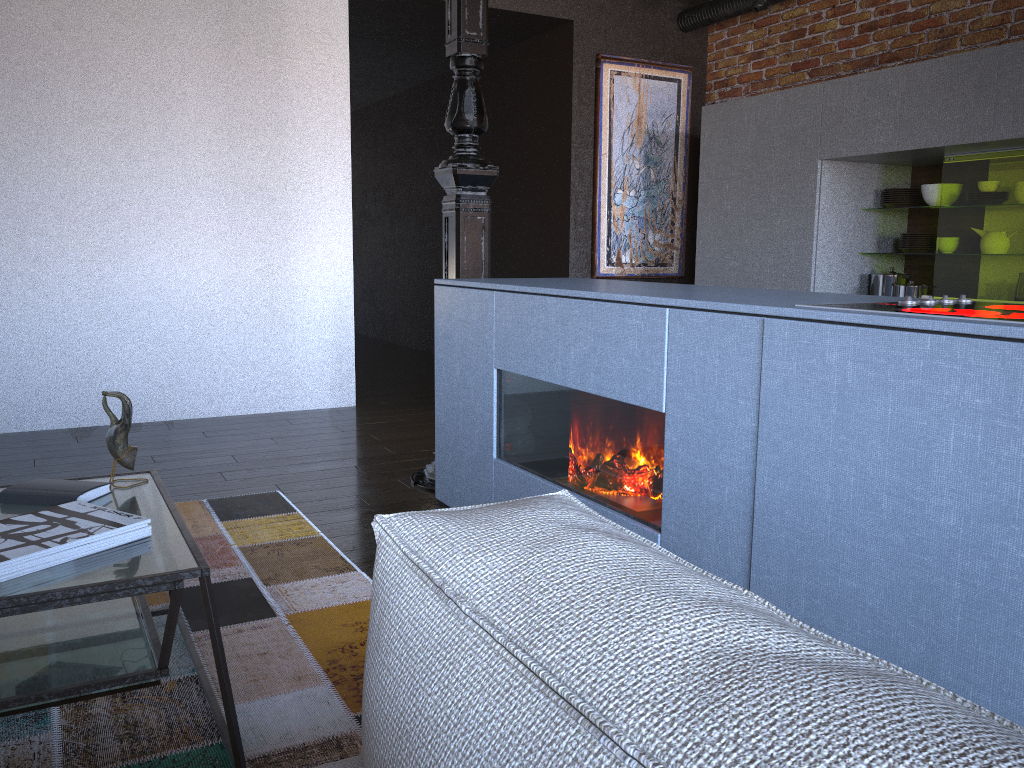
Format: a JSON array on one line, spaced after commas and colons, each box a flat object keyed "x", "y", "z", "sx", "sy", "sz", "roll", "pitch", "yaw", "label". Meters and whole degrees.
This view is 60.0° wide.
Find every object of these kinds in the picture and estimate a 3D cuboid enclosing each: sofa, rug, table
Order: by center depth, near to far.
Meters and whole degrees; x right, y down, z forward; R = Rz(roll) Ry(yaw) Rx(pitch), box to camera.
[{"x": -1.290, "y": 0.447, "z": 1.133, "sx": 2.535, "sy": 0.698, "sz": 3.298, "roll": -4, "pitch": 10, "yaw": -28, "label": "sofa"}, {"x": -1.028, "y": 0.476, "z": 1.690, "sx": 0.842, "sy": 0.389, "sz": 0.848, "roll": -4, "pitch": 10, "yaw": -28, "label": "table"}, {"x": -0.976, "y": 0.623, "z": 2.124, "sx": 1.431, "sy": 0.013, "sz": 2.362, "roll": -4, "pitch": 10, "yaw": -28, "label": "rug"}]

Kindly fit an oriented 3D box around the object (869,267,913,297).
[{"x": 2.005, "y": -0.529, "z": 4.704, "sx": 0.193, "sy": 0.178, "sz": 0.208, "roll": 3, "pitch": 9, "yaw": 14, "label": "object"}]

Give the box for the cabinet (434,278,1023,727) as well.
[{"x": 0.678, "y": 0.215, "z": 2.157, "sx": 0.607, "sy": 0.845, "sz": 2.958, "roll": -4, "pitch": 10, "yaw": -28, "label": "cabinet"}]

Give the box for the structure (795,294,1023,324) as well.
[{"x": 0.971, "y": -0.111, "z": 1.573, "sx": 0.504, "sy": 0.057, "sz": 0.763, "roll": -4, "pitch": 10, "yaw": -28, "label": "structure"}]

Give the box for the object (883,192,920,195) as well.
[{"x": 2.057, "y": -0.995, "z": 4.692, "sx": 0.180, "sy": 0.027, "sz": 0.180, "roll": 5, "pitch": 10, "yaw": 30, "label": "object"}]

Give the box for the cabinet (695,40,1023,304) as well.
[{"x": 2.427, "y": -0.505, "z": 3.795, "sx": 0.713, "sy": 1.810, "sz": 4.171, "roll": -4, "pitch": 10, "yaw": -28, "label": "cabinet"}]

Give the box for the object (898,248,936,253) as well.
[{"x": 2.113, "y": -0.696, "z": 4.627, "sx": 0.180, "sy": 0.027, "sz": 0.180, "roll": 5, "pitch": 10, "yaw": 30, "label": "object"}]

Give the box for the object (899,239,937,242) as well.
[{"x": 2.114, "y": -0.738, "z": 4.621, "sx": 0.180, "sy": 0.027, "sz": 0.180, "roll": 5, "pitch": 10, "yaw": 30, "label": "object"}]

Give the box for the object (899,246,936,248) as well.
[{"x": 2.114, "y": -0.706, "z": 4.626, "sx": 0.180, "sy": 0.027, "sz": 0.180, "roll": 5, "pitch": 10, "yaw": 30, "label": "object"}]

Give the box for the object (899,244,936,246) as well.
[{"x": 2.114, "y": -0.717, "z": 4.624, "sx": 0.180, "sy": 0.027, "sz": 0.180, "roll": 5, "pitch": 10, "yaw": 30, "label": "object"}]

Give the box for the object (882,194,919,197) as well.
[{"x": 2.057, "y": -0.984, "z": 4.694, "sx": 0.180, "sy": 0.027, "sz": 0.180, "roll": 5, "pitch": 10, "yaw": 30, "label": "object"}]

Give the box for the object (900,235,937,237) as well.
[{"x": 2.114, "y": -0.760, "z": 4.617, "sx": 0.180, "sy": 0.027, "sz": 0.180, "roll": 5, "pitch": 10, "yaw": 30, "label": "object"}]

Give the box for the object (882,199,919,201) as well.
[{"x": 2.057, "y": -0.963, "z": 4.697, "sx": 0.180, "sy": 0.027, "sz": 0.180, "roll": 5, "pitch": 10, "yaw": 30, "label": "object"}]

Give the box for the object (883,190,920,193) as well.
[{"x": 2.057, "y": -1.006, "z": 4.690, "sx": 0.180, "sy": 0.027, "sz": 0.180, "roll": 5, "pitch": 10, "yaw": 30, "label": "object"}]

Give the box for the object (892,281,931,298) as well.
[{"x": 2.017, "y": -0.464, "z": 4.483, "sx": 0.159, "sy": 0.117, "sz": 0.172, "roll": 3, "pitch": 9, "yaw": 14, "label": "object"}]

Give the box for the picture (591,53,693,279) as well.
[{"x": 0.895, "y": -1.468, "z": 6.114, "sx": 0.780, "sy": 1.471, "sz": 0.067, "roll": -4, "pitch": 10, "yaw": -28, "label": "picture"}]

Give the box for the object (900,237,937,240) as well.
[{"x": 2.114, "y": -0.749, "z": 4.619, "sx": 0.180, "sy": 0.027, "sz": 0.180, "roll": 5, "pitch": 10, "yaw": 30, "label": "object"}]

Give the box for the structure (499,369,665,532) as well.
[{"x": 0.311, "y": 0.175, "z": 2.589, "sx": 0.332, "sy": 0.394, "sz": 0.943, "roll": -4, "pitch": 10, "yaw": -28, "label": "structure"}]

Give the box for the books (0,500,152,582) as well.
[{"x": -0.854, "y": 0.280, "z": 1.604, "sx": 0.225, "sy": 0.038, "sz": 0.308, "roll": 6, "pitch": 10, "yaw": 31, "label": "books"}]

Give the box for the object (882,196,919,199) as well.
[{"x": 2.057, "y": -0.974, "z": 4.695, "sx": 0.180, "sy": 0.027, "sz": 0.180, "roll": 5, "pitch": 10, "yaw": 30, "label": "object"}]

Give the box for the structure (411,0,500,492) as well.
[{"x": -2.892, "y": -0.368, "z": 0.593, "sx": 0.481, "sy": 2.396, "sz": 8.509, "roll": 9, "pitch": 12, "yaw": 42, "label": "structure"}]

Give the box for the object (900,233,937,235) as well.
[{"x": 2.114, "y": -0.769, "z": 4.616, "sx": 0.180, "sy": 0.027, "sz": 0.180, "roll": 5, "pitch": 10, "yaw": 30, "label": "object"}]

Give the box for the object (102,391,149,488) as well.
[{"x": -0.898, "y": 0.120, "z": 2.022, "sx": 0.099, "sy": 0.223, "sz": 0.093, "roll": 2, "pitch": 9, "yaw": 11, "label": "object"}]

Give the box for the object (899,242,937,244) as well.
[{"x": 2.114, "y": -0.728, "z": 4.622, "sx": 0.180, "sy": 0.027, "sz": 0.180, "roll": 5, "pitch": 10, "yaw": 30, "label": "object"}]

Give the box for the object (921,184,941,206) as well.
[{"x": 2.173, "y": -0.951, "z": 4.494, "sx": 0.191, "sy": 0.113, "sz": 0.191, "roll": -3, "pitch": 9, "yaw": -20, "label": "object"}]

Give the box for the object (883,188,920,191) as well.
[{"x": 2.057, "y": -1.016, "z": 4.689, "sx": 0.180, "sy": 0.027, "sz": 0.180, "roll": 5, "pitch": 10, "yaw": 30, "label": "object"}]

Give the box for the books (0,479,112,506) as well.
[{"x": -0.986, "y": 0.233, "z": 1.924, "sx": 0.182, "sy": 0.029, "sz": 0.129, "roll": 2, "pitch": 9, "yaw": 9, "label": "books"}]

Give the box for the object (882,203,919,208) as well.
[{"x": 2.056, "y": -0.942, "z": 4.700, "sx": 0.180, "sy": 0.027, "sz": 0.180, "roll": 5, "pitch": 10, "yaw": 30, "label": "object"}]

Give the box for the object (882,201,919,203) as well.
[{"x": 2.057, "y": -0.953, "z": 4.699, "sx": 0.180, "sy": 0.027, "sz": 0.180, "roll": 5, "pitch": 10, "yaw": 30, "label": "object"}]
